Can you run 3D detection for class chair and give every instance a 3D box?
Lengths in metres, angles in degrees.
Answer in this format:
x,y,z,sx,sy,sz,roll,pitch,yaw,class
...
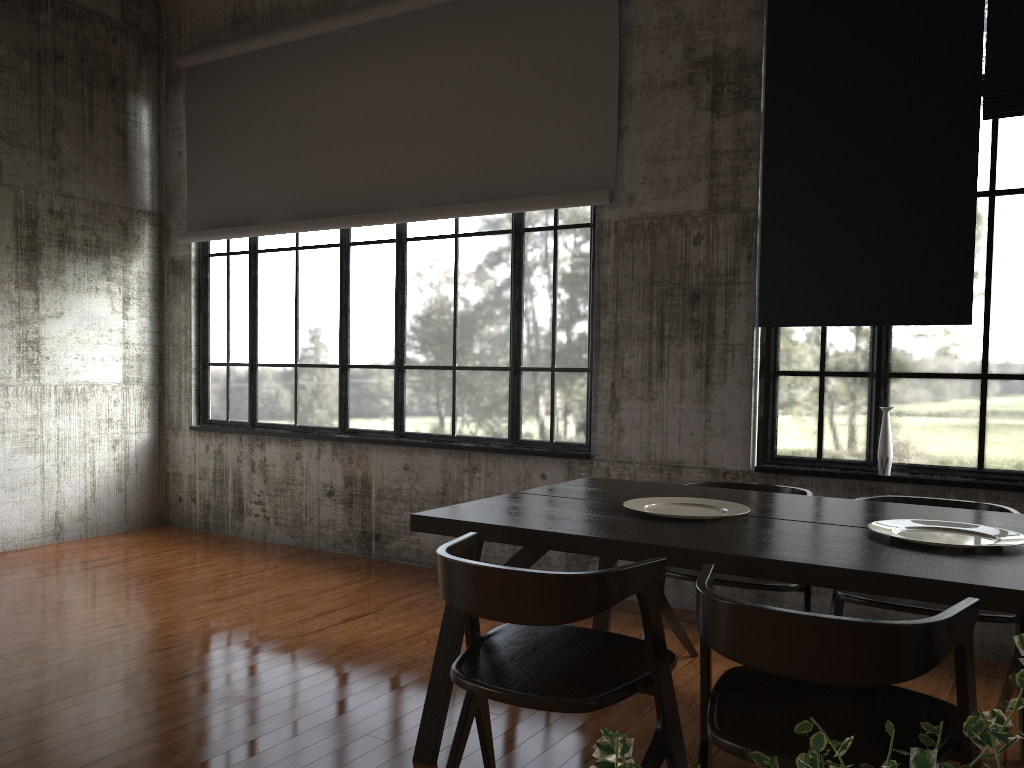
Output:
x,y,z,sx,sy,sz,roll,pitch,yaw,class
1.923,1.065,4.094,0.878,0.995,0.769,2,2,32,chair
0.130,1.051,3.046,0.878,0.995,0.769,2,2,32,chair
1.155,1.045,4.564,0.878,0.995,0.769,2,2,31,chair
0.898,1.071,2.576,0.878,0.995,0.769,2,2,31,chair

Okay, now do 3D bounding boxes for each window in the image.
x,y,z,sx,sy,sz,roll,pitch,yaw,class
-1.175,-1.221,7.393,4.302,3.440,0.050,2,3,31,window
3.234,-1.105,4.692,3.810,3.440,0.050,2,3,31,window

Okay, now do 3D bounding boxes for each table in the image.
x,y,z,sx,sy,sz,roll,pitch,yaw,class
1.578,1.064,3.313,3.700,1.007,1.637,2,2,31,table

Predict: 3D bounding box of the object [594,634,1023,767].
x,y,z,sx,sy,sz,roll,pitch,yaw,class
0.095,0.184,0.132,0.210,0.284,0.221,3,3,40,object

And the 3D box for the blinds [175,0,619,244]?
x,y,z,sx,sy,sz,roll,pitch,yaw,class
-1.206,-2.161,7.157,4.463,1.778,0.136,2,3,32,blinds

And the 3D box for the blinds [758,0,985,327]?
x,y,z,sx,sy,sz,roll,pitch,yaw,class
2.107,-1.616,5.275,1.214,2.537,0.034,2,3,31,blinds

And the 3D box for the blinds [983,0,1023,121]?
x,y,z,sx,sy,sz,roll,pitch,yaw,class
3.168,-2.156,4.579,1.254,1.400,0.052,2,3,31,blinds

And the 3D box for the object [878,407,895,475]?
x,y,z,sx,sy,sz,roll,pitch,yaw,class
2.221,0.338,5.269,0.082,0.411,0.082,1,3,-8,object

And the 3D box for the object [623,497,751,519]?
x,y,z,sx,sy,sz,roll,pitch,yaw,class
0.735,0.527,3.744,0.526,0.025,0.526,2,1,42,object

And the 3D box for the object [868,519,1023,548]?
x,y,z,sx,sy,sz,roll,pitch,yaw,class
1.578,0.549,3.227,0.526,0.025,0.526,2,1,42,object
